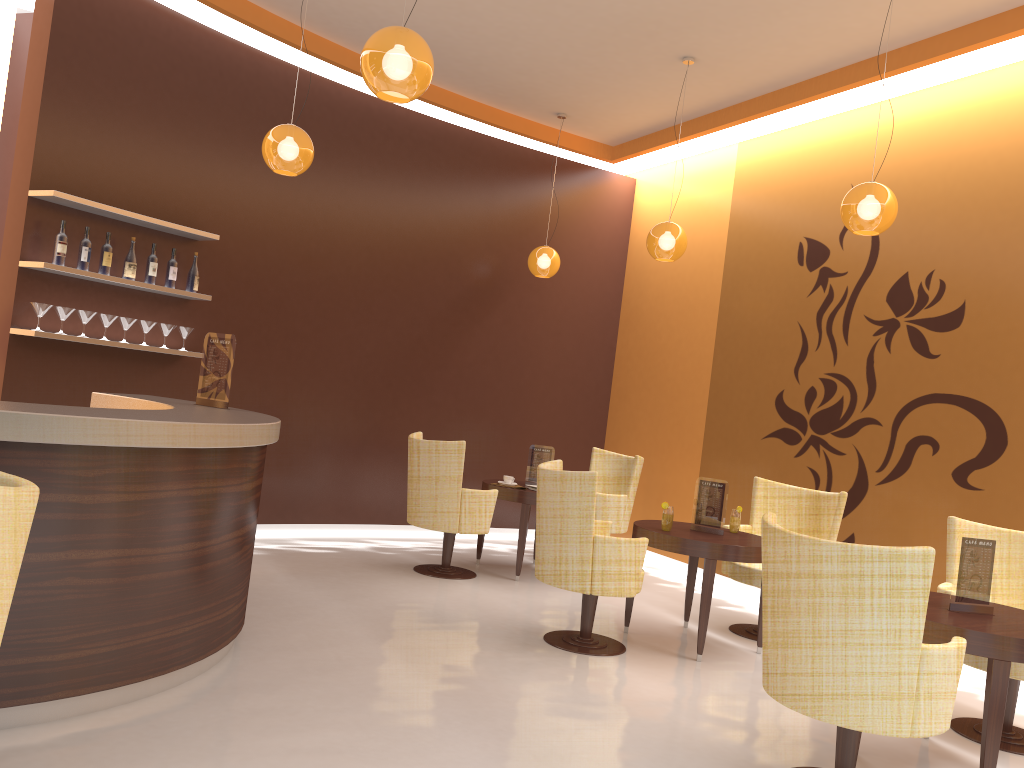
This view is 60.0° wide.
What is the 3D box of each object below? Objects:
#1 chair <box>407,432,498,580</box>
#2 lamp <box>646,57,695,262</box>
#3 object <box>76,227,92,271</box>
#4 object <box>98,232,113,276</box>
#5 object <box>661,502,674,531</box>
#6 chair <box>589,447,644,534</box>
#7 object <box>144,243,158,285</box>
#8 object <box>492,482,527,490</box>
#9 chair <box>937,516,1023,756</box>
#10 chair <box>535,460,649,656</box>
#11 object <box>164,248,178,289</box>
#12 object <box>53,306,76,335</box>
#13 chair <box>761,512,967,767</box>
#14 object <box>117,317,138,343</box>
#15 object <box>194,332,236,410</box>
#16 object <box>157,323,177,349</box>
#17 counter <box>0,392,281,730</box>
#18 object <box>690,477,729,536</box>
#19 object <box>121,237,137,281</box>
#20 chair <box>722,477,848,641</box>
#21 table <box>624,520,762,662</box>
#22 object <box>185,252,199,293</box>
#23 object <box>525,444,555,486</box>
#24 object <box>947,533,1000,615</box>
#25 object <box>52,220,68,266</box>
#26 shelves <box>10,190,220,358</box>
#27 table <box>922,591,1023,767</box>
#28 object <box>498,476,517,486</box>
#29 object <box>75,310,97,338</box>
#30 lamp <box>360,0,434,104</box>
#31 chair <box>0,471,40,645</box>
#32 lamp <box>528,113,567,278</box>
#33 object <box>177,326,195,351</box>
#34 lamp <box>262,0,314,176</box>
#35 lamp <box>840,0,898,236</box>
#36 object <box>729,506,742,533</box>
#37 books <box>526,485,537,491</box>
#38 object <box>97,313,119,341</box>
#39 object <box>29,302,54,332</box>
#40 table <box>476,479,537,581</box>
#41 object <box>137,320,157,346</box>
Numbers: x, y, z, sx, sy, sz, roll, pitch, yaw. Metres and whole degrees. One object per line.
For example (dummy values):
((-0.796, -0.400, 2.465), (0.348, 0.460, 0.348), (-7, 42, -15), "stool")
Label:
((-0.481, 0.906, 6.649), (0.685, 1.017, 0.729), (8, -1, -31), "chair")
((1.212, -1.652, 6.527), (0.299, 1.500, 0.299), (7, -1, 15), "lamp")
((-2.776, -0.875, 5.767), (0.073, 0.297, 0.073), (7, -1, 10), "object")
((-2.700, -0.862, 5.902), (0.073, 0.297, 0.073), (8, -1, -31), "object")
((0.932, 0.794, 5.312), (0.067, 0.171, 0.072), (6, -2, 44), "object")
((0.728, 1.075, 7.679), (0.685, 1.017, 0.729), (8, -1, -29), "chair")
((-2.514, -0.834, 6.192), (0.073, 0.297, 0.073), (7, -1, 10), "object")
((-0.050, 0.782, 6.906), (0.239, 0.021, 0.464), (7, -1, -14), "object")
((2.488, 1.223, 4.377), (0.729, 1.017, 0.685), (6, -1, 30), "chair")
((0.433, 0.986, 5.112), (0.685, 1.017, 0.729), (7, -1, -11), "chair")
((-2.425, -0.820, 6.322), (0.073, 0.297, 0.073), (7, -1, 10), "object")
((-2.884, -0.404, 5.690), (0.137, 0.174, 0.137), (6, -1, 27), "object")
((1.276, 1.053, 3.348), (0.685, 1.017, 0.729), (8, -1, -31), "chair")
((-2.650, -0.366, 6.079), (0.137, 0.174, 0.137), (6, -1, 37), "object")
((-1.654, -0.077, 4.960), (0.258, 0.414, 0.052), (6, -1, 31), "object")
((-2.475, -0.339, 6.334), (0.137, 0.174, 0.137), (7, -1, -3), "object")
((-1.989, 0.622, 3.862), (1.586, 1.100, 2.917), (7, -1, 17), "counter")
((0.750, 0.709, 6.298), (0.187, 0.335, 2.090), (8, -1, -32), "object")
((-2.607, -0.853, 6.064), (0.086, 0.303, 0.086), (8, -2, -44), "object")
((1.791, 1.170, 5.939), (0.685, 1.017, 0.729), (8, -2, -40), "chair")
((1.144, 1.251, 5.449), (0.872, 0.679, 0.874), (7, -1, 3), "table")
((-2.321, -0.810, 6.465), (0.086, 0.303, 0.086), (7, -1, -14), "object")
((0.227, 0.663, 7.146), (0.209, 0.335, 0.042), (7, -1, -5), "object")
((1.979, 0.808, 3.787), (0.209, 0.335, 0.042), (7, -1, -10), "object")
((-2.858, -0.888, 5.617), (0.073, 0.297, 0.073), (7, -1, 10), "object")
((-3.198, -0.802, 4.381), (0.586, 0.902, 4.744), (7, -1, 19), "shelves")
((1.913, 1.311, 3.785), (0.872, 0.679, 0.874), (7, -1, 8), "table")
((-0.032, 0.755, 6.918), (0.153, 0.069, 0.153), (7, -1, -2), "object")
((-2.808, -0.392, 5.825), (0.137, 0.174, 0.137), (6, -1, 37), "object")
((-0.392, -1.908, 3.621), (0.299, 1.500, 0.299), (6, -2, 40), "lamp")
((-1.531, 0.682, 2.027), (0.729, 1.017, 0.685), (6, -2, 40), "chair")
((0.367, -1.723, 8.114), (0.299, 1.500, 0.299), (8, -1, -28), "lamp")
((-2.387, -0.326, 6.462), (0.137, 0.174, 0.137), (6, -1, 37), "object")
((-1.236, -1.979, 5.209), (0.299, 1.500, 0.299), (7, -1, -10), "lamp")
((2.057, -1.581, 4.939), (0.299, 1.500, 0.299), (7, -1, -3), "lamp")
((1.424, 0.861, 5.649), (0.067, 0.171, 0.072), (7, -1, 19), "object")
((0.332, 0.821, 6.868), (0.367, 0.035, 0.345), (8, -1, -38), "books")
((-2.726, -0.378, 5.954), (0.137, 0.174, 0.137), (6, -1, 37), "object")
((-2.960, -0.416, 5.555), (0.137, 0.174, 0.137), (6, -1, 27), "object")
((0.156, 1.164, 7.086), (0.872, 0.679, 0.874), (7, -1, 8), "table")
((-2.565, -0.353, 6.206), (0.137, 0.174, 0.137), (6, -1, 37), "object")
